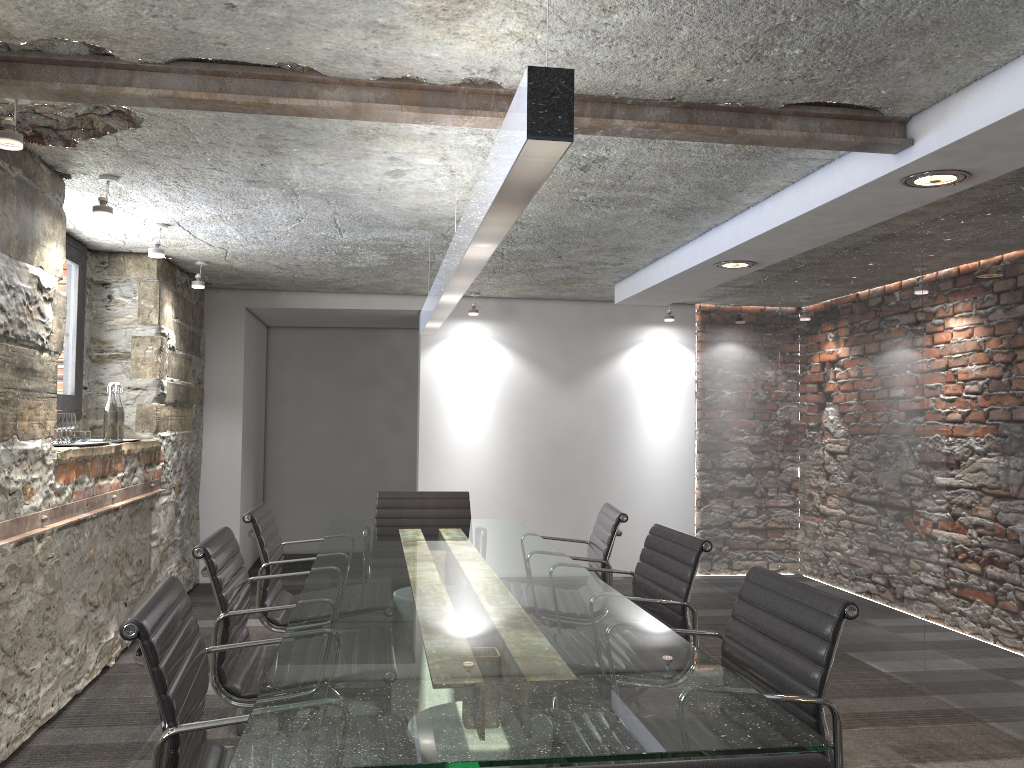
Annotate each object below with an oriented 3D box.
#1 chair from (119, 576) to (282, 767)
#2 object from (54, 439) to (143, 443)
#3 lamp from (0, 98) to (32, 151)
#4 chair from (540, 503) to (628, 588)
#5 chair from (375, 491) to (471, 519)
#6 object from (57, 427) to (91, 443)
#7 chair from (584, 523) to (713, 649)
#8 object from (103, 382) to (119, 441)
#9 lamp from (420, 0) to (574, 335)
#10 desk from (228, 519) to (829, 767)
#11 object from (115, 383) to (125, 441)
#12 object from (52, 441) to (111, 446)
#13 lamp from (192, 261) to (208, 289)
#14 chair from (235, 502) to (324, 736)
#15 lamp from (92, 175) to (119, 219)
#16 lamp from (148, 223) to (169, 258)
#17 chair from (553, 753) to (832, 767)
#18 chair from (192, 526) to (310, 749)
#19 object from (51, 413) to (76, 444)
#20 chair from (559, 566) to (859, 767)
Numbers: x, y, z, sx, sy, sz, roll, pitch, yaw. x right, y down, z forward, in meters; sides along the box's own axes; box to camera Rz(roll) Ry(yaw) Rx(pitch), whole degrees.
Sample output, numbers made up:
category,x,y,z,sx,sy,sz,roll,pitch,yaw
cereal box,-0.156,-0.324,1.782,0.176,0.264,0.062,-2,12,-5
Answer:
category,x,y,z,sx,sy,sz,roll,pitch,yaw
chair,-0.479,0.858,1.874,0.667,0.837,0.693,2,-3,-22
object,-2.093,0.287,4.501,0.310,0.007,0.457,1,-2,-9
lamp,-1.465,-0.774,2.604,0.077,0.165,0.098,0,-3,24
chair,0.165,0.946,3.790,0.667,0.837,0.693,1,-2,-11
chair,-0.424,0.958,4.268,0.693,0.837,0.667,1,-2,-16
object,-2.016,0.231,4.059,0.111,0.072,0.191,1,-2,-1
chair,0.298,0.913,2.955,0.667,0.837,0.693,2,-3,-19
object,-2.021,0.140,4.476,0.073,0.300,0.073,3,-3,-40
lamp,-0.181,-0.568,2.909,0.073,0.524,3.159,1,-2,-9
desk,-0.196,0.966,2.847,0.909,0.711,3.154,1,-2,-9
object,-2.035,0.144,4.568,0.073,0.300,0.073,3,-3,-40
object,-2.006,0.265,3.945,0.310,0.007,0.457,1,-2,-9
lamp,-1.898,-0.664,5.391,0.077,0.165,0.098,0,-3,24
chair,-0.784,0.929,3.662,0.667,0.837,0.693,1,-2,-17
lamp,-1.605,-0.739,3.501,0.077,0.165,0.098,0,-3,24
lamp,-1.738,-0.705,4.361,0.077,0.165,0.098,0,-3,24
chair,0.068,0.837,1.203,0.693,0.837,0.667,2,-3,-19
chair,-0.666,0.894,2.790,0.667,0.837,0.693,1,-2,-18
object,-1.975,0.193,3.848,0.108,0.131,0.218,1,-2,-10
chair,0.395,0.875,2.019,0.667,0.837,0.693,1,-2,-18
